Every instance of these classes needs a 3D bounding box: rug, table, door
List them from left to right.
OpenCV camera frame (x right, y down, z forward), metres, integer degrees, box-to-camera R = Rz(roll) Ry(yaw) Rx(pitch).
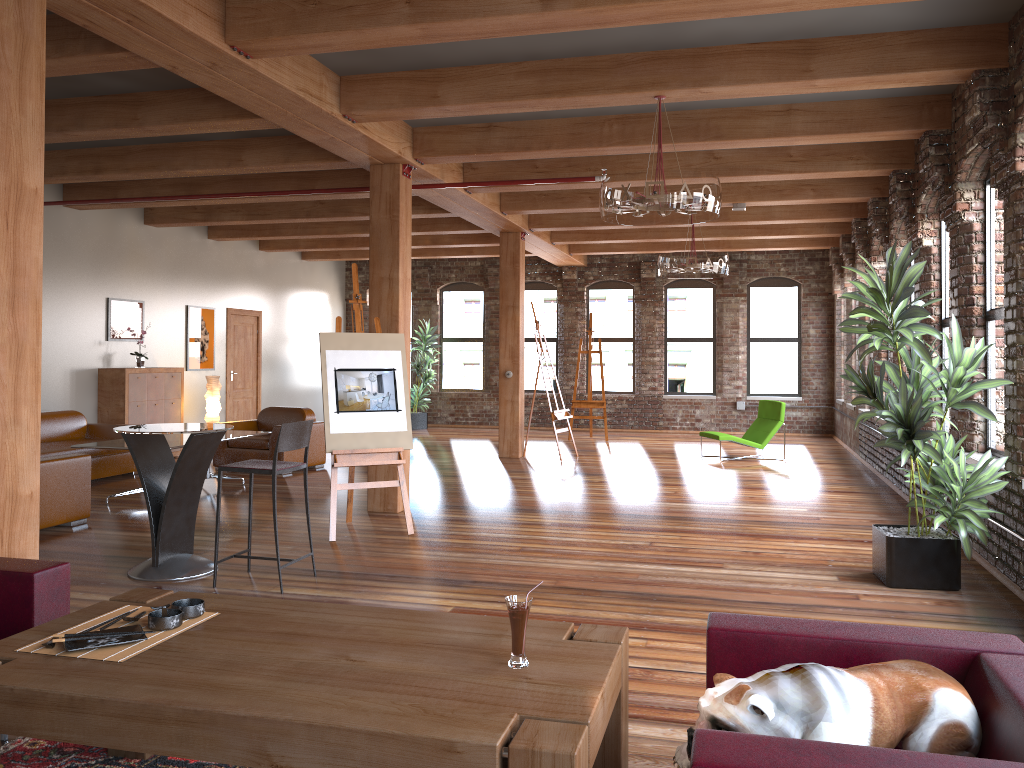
[{"bbox_3d":[-2.161,0.739,5.664,0.721,0.925,0.721,0,0,39],"label":"table"},{"bbox_3d":[-3.282,0.812,8.748,0.939,0.560,1.871,1,2,14],"label":"table"},{"bbox_3d":[-4.382,-0.144,14.289,0.226,2.121,1.030,0,0,14],"label":"door"},{"bbox_3d":[-0.649,1.295,2.501,2.462,0.009,1.344,1,2,15],"label":"rug"},{"bbox_3d":[-0.601,1.023,2.501,1.750,0.550,0.900,1,1,14],"label":"table"}]

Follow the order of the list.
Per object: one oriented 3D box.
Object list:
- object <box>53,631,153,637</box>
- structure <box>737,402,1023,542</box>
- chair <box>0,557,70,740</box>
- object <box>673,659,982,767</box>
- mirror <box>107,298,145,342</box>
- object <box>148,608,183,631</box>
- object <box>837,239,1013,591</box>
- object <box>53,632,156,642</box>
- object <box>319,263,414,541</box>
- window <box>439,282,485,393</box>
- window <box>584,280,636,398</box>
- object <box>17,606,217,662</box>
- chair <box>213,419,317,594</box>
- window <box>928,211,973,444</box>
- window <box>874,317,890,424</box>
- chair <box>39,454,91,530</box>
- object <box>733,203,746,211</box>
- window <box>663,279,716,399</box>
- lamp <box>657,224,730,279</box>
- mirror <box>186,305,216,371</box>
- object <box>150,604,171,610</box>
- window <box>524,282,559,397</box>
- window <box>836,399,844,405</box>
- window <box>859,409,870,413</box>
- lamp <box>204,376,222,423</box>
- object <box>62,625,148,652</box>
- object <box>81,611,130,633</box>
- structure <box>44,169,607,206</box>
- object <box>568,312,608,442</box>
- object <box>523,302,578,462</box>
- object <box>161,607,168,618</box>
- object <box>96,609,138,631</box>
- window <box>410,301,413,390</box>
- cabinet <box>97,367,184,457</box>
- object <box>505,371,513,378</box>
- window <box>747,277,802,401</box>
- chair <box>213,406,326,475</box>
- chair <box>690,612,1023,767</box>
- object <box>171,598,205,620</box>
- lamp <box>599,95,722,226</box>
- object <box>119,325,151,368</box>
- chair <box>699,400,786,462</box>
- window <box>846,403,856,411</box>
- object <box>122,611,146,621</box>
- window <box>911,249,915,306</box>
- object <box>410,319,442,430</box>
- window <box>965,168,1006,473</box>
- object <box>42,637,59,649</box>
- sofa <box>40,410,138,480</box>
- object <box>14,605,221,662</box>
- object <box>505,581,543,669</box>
[{"bbox_3d":[-1.178,0.720,2.555,0.270,0.008,0.007,0,0,-11],"label":"object"},{"bbox_3d":[3.956,0.684,9.123,1.633,0.313,13.708,1,2,8],"label":"structure"},{"bbox_3d":[-2.219,0.977,2.938,0.865,0.593,1.071,1,1,14],"label":"chair"},{"bbox_3d":[0.787,0.838,2.208,0.754,0.297,0.365,0,1,-14],"label":"object"},{"bbox_3d":[-5.012,-0.827,11.512,0.025,0.548,0.694,0,1,14],"label":"mirror"},{"bbox_3d":[-1.051,0.716,2.686,0.099,0.043,0.099,-1,2,-38],"label":"object"},{"bbox_3d":[2.554,0.174,5.508,0.966,2.105,1.080,0,0,27],"label":"object"},{"bbox_3d":[-1.162,0.720,2.532,0.270,0.008,0.007,0,1,-20],"label":"object"},{"bbox_3d":[-1.180,0.086,7.043,0.701,2.142,0.684,1,-1,-26],"label":"object"},{"bbox_3d":[-0.968,-0.923,17.506,0.968,2.171,0.086,0,-1,14],"label":"window"},{"bbox_3d":[1.858,-0.855,16.709,0.968,2.229,0.221,0,-1,14],"label":"window"},{"bbox_3d":[-1.161,0.739,2.655,0.332,0.003,0.471,1,2,14],"label":"object"},{"bbox_3d":[-1.499,0.715,5.402,0.467,0.982,0.430,0,0,14],"label":"chair"},{"bbox_3d":[3.686,-0.569,7.496,0.232,2.216,0.968,0,0,14],"label":"window"},{"bbox_3d":[4.416,-0.652,10.339,0.230,2.216,0.968,0,0,14],"label":"window"},{"bbox_3d":[-4.062,0.776,6.997,1.064,0.736,0.830,1,1,14],"label":"chair"},{"bbox_3d":[2.578,-2.016,10.053,0.145,0.072,0.147,1,1,14],"label":"object"},{"bbox_3d":[3.284,-0.841,16.343,0.968,2.220,0.218,0,-1,14],"label":"window"},{"bbox_3d":[2.074,-1.643,10.137,0.809,0.815,0.809,0,1,-40],"label":"lamp"},{"bbox_3d":[-4.600,-0.672,13.113,0.025,0.953,0.694,0,0,14],"label":"mirror"},{"bbox_3d":[-1.129,0.722,2.843,0.059,0.021,0.018,-1,1,-34],"label":"object"},{"bbox_3d":[0.439,-0.874,17.074,0.968,2.229,0.221,0,-1,14],"label":"window"},{"bbox_3d":[5.520,-0.779,14.624,0.232,2.216,0.968,0,0,14],"label":"window"},{"bbox_3d":[4.783,-0.694,11.756,0.233,2.216,0.968,0,0,14],"label":"window"},{"bbox_3d":[-4.162,0.424,12.365,0.270,1.115,0.261,1,-1,-31],"label":"lamp"},{"bbox_3d":[-1.167,0.733,2.537,0.213,0.018,0.154,-1,2,-30],"label":"object"},{"bbox_3d":[-1.250,0.732,2.709,0.007,0.008,0.270,0,2,10],"label":"object"},{"bbox_3d":[-2.418,-1.979,9.045,6.808,0.112,0.051,1,0,14],"label":"structure"},{"bbox_3d":[1.304,-0.141,14.842,0.662,2.142,0.684,0,-1,9],"label":"object"},{"bbox_3d":[0.477,-0.061,12.109,0.685,2.142,0.661,0,-1,24],"label":"object"},{"bbox_3d":[-1.040,0.690,2.659,0.045,0.080,0.137,0,1,-20],"label":"object"},{"bbox_3d":[-1.223,0.732,2.740,0.007,0.008,0.270,0,2,4],"label":"object"},{"bbox_3d":[-2.413,-0.942,17.878,0.968,2.171,0.086,0,-1,14],"label":"window"},{"bbox_3d":[-4.801,0.395,11.529,0.419,1.210,1.186,0,0,14],"label":"cabinet"},{"bbox_3d":[-0.045,-0.131,12.047,0.095,0.095,0.061,0,0,14],"label":"object"},{"bbox_3d":[4.723,-0.823,15.972,0.968,2.220,0.218,0,-1,14],"label":"window"},{"bbox_3d":[-2.946,0.664,10.797,1.064,0.736,0.830,1,1,24],"label":"chair"},{"bbox_3d":[0.889,1.018,2.113,0.865,0.593,1.071,1,1,14],"label":"chair"},{"bbox_3d":[-1.024,0.712,2.801,0.099,0.043,0.099,1,2,40],"label":"object"},{"bbox_3d":[0.990,-1.518,5.927,0.809,0.815,0.809,0,1,-33],"label":"lamp"},{"bbox_3d":[-4.829,-0.503,11.438,0.370,0.589,0.298,0,0,9],"label":"object"},{"bbox_3d":[3.148,0.624,12.148,0.956,0.797,0.680,0,0,-11],"label":"chair"},{"bbox_3d":[5.148,-0.736,13.177,0.231,2.216,0.968,0,0,14],"label":"window"},{"bbox_3d":[-1.170,0.719,2.760,0.045,0.030,0.153,0,2,-1],"label":"object"},{"bbox_3d":[4.053,-0.611,8.917,0.236,2.216,0.968,0,0,14],"label":"window"},{"bbox_3d":[-1.890,-0.200,16.914,1.080,2.105,0.966,0,0,-8],"label":"object"},{"bbox_3d":[3.321,-0.527,6.075,0.235,2.216,0.968,0,0,14],"label":"window"},{"bbox_3d":[-1.298,0.732,2.492,0.018,0.021,0.059,0,1,1],"label":"object"},{"bbox_3d":[-4.993,0.700,9.295,0.951,0.735,2.413,0,2,14],"label":"sofa"},{"bbox_3d":[-1.160,0.739,2.654,0.352,0.001,0.469,1,2,14],"label":"object"},{"bbox_3d":[0.024,0.640,2.369,0.076,0.232,0.095,1,-1,-43],"label":"object"}]
